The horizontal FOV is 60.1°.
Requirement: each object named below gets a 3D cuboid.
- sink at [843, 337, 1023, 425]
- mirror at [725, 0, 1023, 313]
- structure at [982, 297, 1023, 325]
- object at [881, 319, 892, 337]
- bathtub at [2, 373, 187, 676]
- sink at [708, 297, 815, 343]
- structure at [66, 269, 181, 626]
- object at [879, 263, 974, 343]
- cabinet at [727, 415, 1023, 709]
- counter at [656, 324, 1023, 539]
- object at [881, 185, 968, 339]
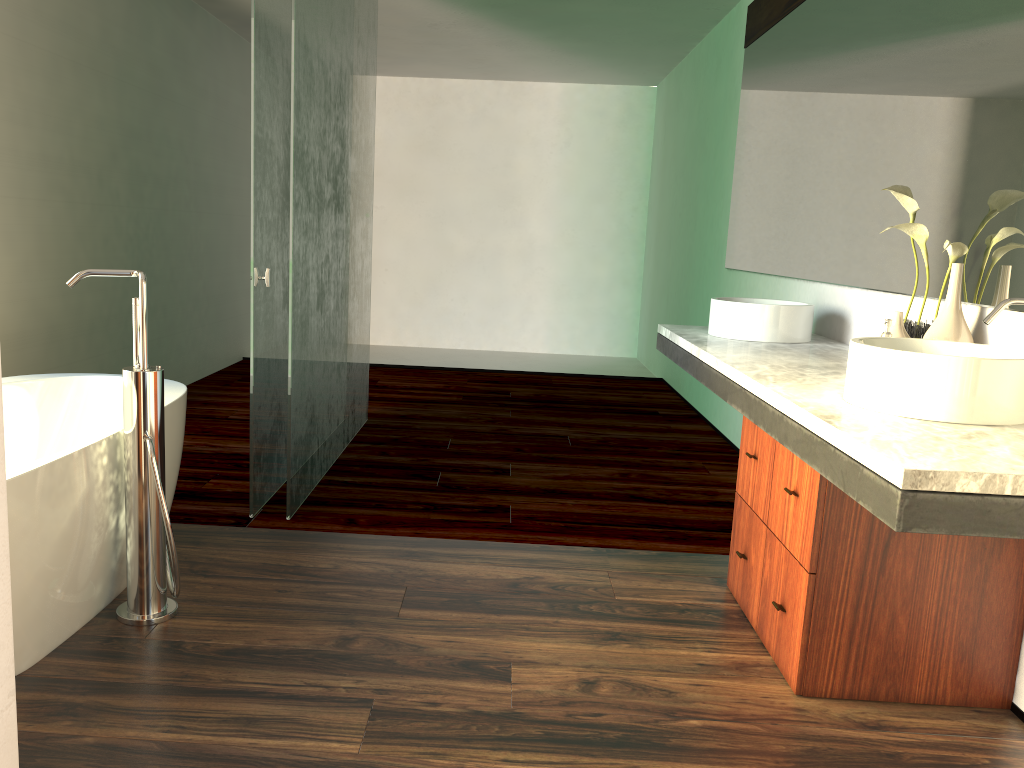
[{"bbox_3d":[0.903,-0.014,1.878,0.351,0.131,0.363,-1,10,-21],"label":"sink"},{"bbox_3d":[1.211,-0.867,2.757,0.017,1.153,4.074,3,9,-1],"label":"mirror"},{"bbox_3d":[1.070,-0.064,1.891,0.165,0.242,0.066,4,10,5],"label":"structure"},{"bbox_3d":[0.942,-0.085,2.236,0.070,0.158,0.071,0,10,-16],"label":"object"},{"bbox_3d":[-1.403,0.337,2.363,0.765,0.485,1.618,3,9,0],"label":"bathtub"},{"bbox_3d":[0.900,-0.235,3.209,0.358,0.131,0.356,3,9,3],"label":"sink"},{"bbox_3d":[-0.927,0.169,2.224,0.283,0.897,0.239,11,12,40],"label":"structure"},{"bbox_3d":[1.060,-0.160,2.278,0.245,0.305,0.118,8,11,27],"label":"object"},{"bbox_3d":[0.903,0.384,2.312,0.513,0.600,0.658,3,9,0],"label":"cabinet"},{"bbox_3d":[0.882,0.007,2.452,0.588,0.101,2.256,2,9,0],"label":"counter"},{"bbox_3d":[1.096,-0.270,2.337,0.185,0.504,0.247,-1,10,-21],"label":"object"}]
